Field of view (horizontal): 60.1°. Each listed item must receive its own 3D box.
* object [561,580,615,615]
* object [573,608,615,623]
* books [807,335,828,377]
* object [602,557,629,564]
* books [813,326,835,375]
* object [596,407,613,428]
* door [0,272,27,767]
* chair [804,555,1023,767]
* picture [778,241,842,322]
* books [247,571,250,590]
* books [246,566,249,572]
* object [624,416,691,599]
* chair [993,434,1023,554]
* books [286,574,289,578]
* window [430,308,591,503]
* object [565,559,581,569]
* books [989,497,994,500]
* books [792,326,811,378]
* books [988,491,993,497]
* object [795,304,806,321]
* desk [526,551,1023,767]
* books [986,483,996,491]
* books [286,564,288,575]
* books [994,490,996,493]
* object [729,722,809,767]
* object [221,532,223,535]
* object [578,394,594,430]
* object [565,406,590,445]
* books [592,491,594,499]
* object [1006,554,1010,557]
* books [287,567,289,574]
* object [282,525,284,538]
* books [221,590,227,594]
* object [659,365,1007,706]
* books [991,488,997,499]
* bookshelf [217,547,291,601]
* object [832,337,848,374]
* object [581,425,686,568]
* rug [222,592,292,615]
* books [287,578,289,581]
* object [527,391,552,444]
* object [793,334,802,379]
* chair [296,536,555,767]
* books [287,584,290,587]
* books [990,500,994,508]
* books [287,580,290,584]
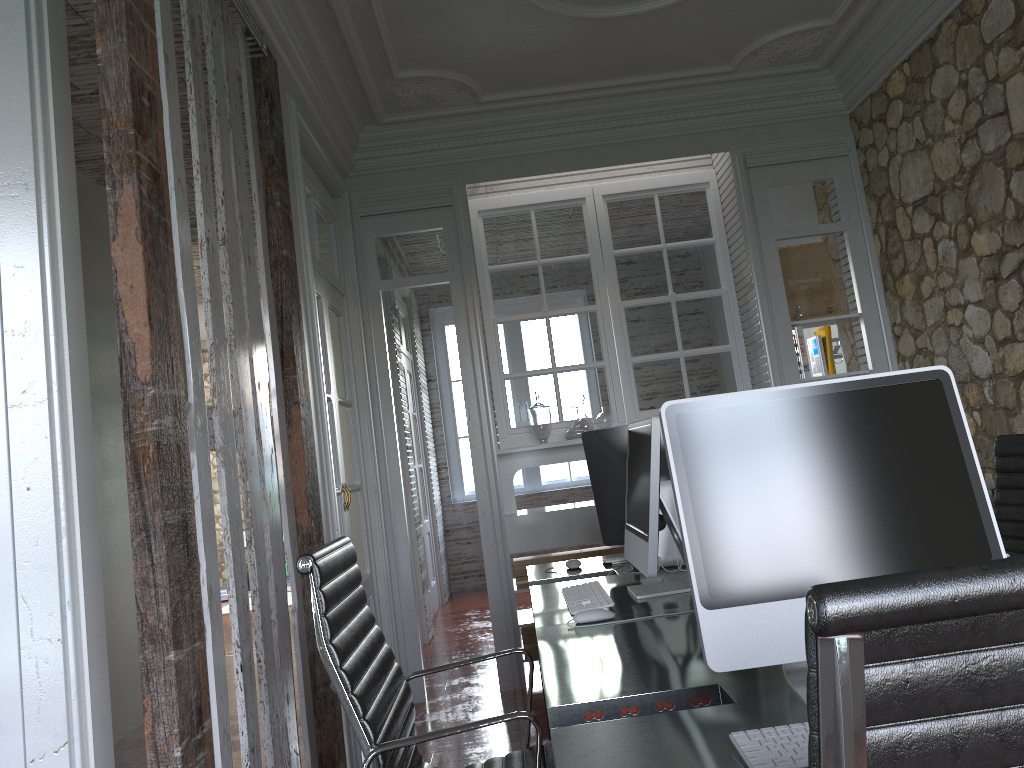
[{"bbox_3d":[0.211,0.607,2.530,0.118,0.018,0.436,-7,-5,-1],"label":"object"},{"bbox_3d":[0.204,0.575,2.206,0.106,0.028,0.058,-7,-5,-2],"label":"object"},{"bbox_3d":[1.690,-0.149,4.898,0.026,0.225,0.160,-7,-7,-1],"label":"books"},{"bbox_3d":[0.549,0.618,3.227,0.439,0.018,0.118,-7,-5,-1],"label":"object"},{"bbox_3d":[1.727,-0.176,4.901,0.055,0.270,0.191,-7,-7,-1],"label":"books"},{"bbox_3d":[0.520,0.220,4.931,0.094,0.189,0.093,-4,-8,-26],"label":"object"},{"bbox_3d":[-1.646,0.453,2.030,1.057,2.195,0.040,-7,-8,-1],"label":"door"},{"bbox_3d":[0.491,0.675,0.954,0.665,1.030,0.694,-8,-7,3],"label":"chair"},{"bbox_3d":[1.634,-0.563,4.917,0.326,0.438,0.009,-7,-8,-1],"label":"picture"},{"bbox_3d":[-2.964,2.222,10.036,0.048,0.193,0.143,-7,-7,-1],"label":"books"},{"bbox_3d":[-3.015,2.188,10.035,0.044,0.272,0.139,-7,-7,-1],"label":"books"},{"bbox_3d":[0.401,0.344,2.541,0.189,0.488,0.480,-7,-6,-1],"label":"object"},{"bbox_3d":[1.427,0.682,2.556,0.699,1.030,0.660,-7,-7,-5],"label":"chair"},{"bbox_3d":[-2.438,2.128,9.843,0.204,0.023,0.143,-7,-5,-1],"label":"books"},{"bbox_3d":[0.083,0.142,8.579,1.539,1.953,0.126,-7,-8,-1],"label":"window"},{"bbox_3d":[0.223,0.654,3.228,0.059,0.028,0.105,-7,-5,-2],"label":"object"},{"bbox_3d":[1.932,0.573,3.345,0.265,0.317,0.025,-7,-8,-1],"label":"books"},{"bbox_3d":[1.584,-0.164,4.925,0.042,0.289,0.214,-7,-7,-1],"label":"books"},{"bbox_3d":[1.924,0.567,3.378,0.249,0.335,0.060,-7,-8,-1],"label":"books"},{"bbox_3d":[1.566,-0.388,4.808,0.056,0.090,0.055,-8,-7,2],"label":"object"},{"bbox_3d":[0.750,0.886,2.179,1.300,0.733,2.491,-7,-5,-1],"label":"desk"},{"bbox_3d":[1.925,0.563,3.441,0.259,0.353,0.064,-7,-8,-1],"label":"books"},{"bbox_3d":[-2.550,2.155,10.078,0.045,0.224,0.173,-7,-7,-1],"label":"books"},{"bbox_3d":[1.931,0.544,3.218,0.259,0.355,0.070,-7,-8,-1],"label":"books"},{"bbox_3d":[0.515,0.454,1.162,0.439,0.018,0.118,-7,-5,-1],"label":"object"},{"bbox_3d":[-3.186,1.762,9.991,0.173,0.194,0.170,-7,-6,-1],"label":"object"},{"bbox_3d":[0.401,0.190,4.890,0.088,0.273,0.087,-7,-7,-6],"label":"object"},{"bbox_3d":[0.352,0.222,4.766,0.148,0.202,0.147,-5,-7,-18],"label":"object"},{"bbox_3d":[0.545,0.544,4.936,0.150,0.195,0.142,-3,-8,-35],"label":"books"},{"bbox_3d":[1.241,0.469,2.525,0.118,0.018,0.436,-7,-5,-1],"label":"object"},{"bbox_3d":[-2.500,2.144,10.057,0.057,0.229,0.170,-7,-7,-1],"label":"books"},{"bbox_3d":[-2.543,1.682,10.055,0.115,0.196,0.135,-11,-8,29],"label":"object"},{"bbox_3d":[-3.330,2.347,9.961,0.224,0.028,0.303,-6,-5,-21],"label":"books"},{"bbox_3d":[0.510,0.238,1.415,0.484,0.489,0.188,-7,-7,-1],"label":"object"},{"bbox_3d":[1.927,0.545,3.242,0.258,0.357,0.049,-7,-8,-1],"label":"books"},{"bbox_3d":[-2.808,2.094,10.022,1.400,0.554,0.397,-7,-7,-1],"label":"bookshelf"},{"bbox_3d":[1.792,-0.174,4.910,0.078,0.251,0.114,-7,-7,-1],"label":"object"},{"bbox_3d":[0.501,0.372,3.040,0.482,0.489,0.189,-10,-8,24],"label":"object"},{"bbox_3d":[-2.467,2.256,9.222,1.068,0.016,1.061,-7,-5,-1],"label":"rug"},{"bbox_3d":[-2.439,2.155,9.840,0.254,0.030,0.173,-8,-5,4],"label":"books"},{"bbox_3d":[0.155,0.195,4.850,0.128,0.318,0.128,-11,-8,24],"label":"object"},{"bbox_3d":[1.527,-0.140,4.904,0.078,0.251,0.114,-7,-7,-1],"label":"object"},{"bbox_3d":[-0.071,0.826,1.893,0.699,1.030,0.660,-7,-7,-6],"label":"chair"},{"bbox_3d":[-2.427,2.215,9.829,0.284,0.033,0.196,-7,-5,-1],"label":"books"},{"bbox_3d":[1.934,0.576,3.323,0.259,0.307,0.040,-7,-8,-1],"label":"books"},{"bbox_3d":[-2.431,2.184,9.833,0.285,0.031,0.196,-6,-5,-16],"label":"books"}]
